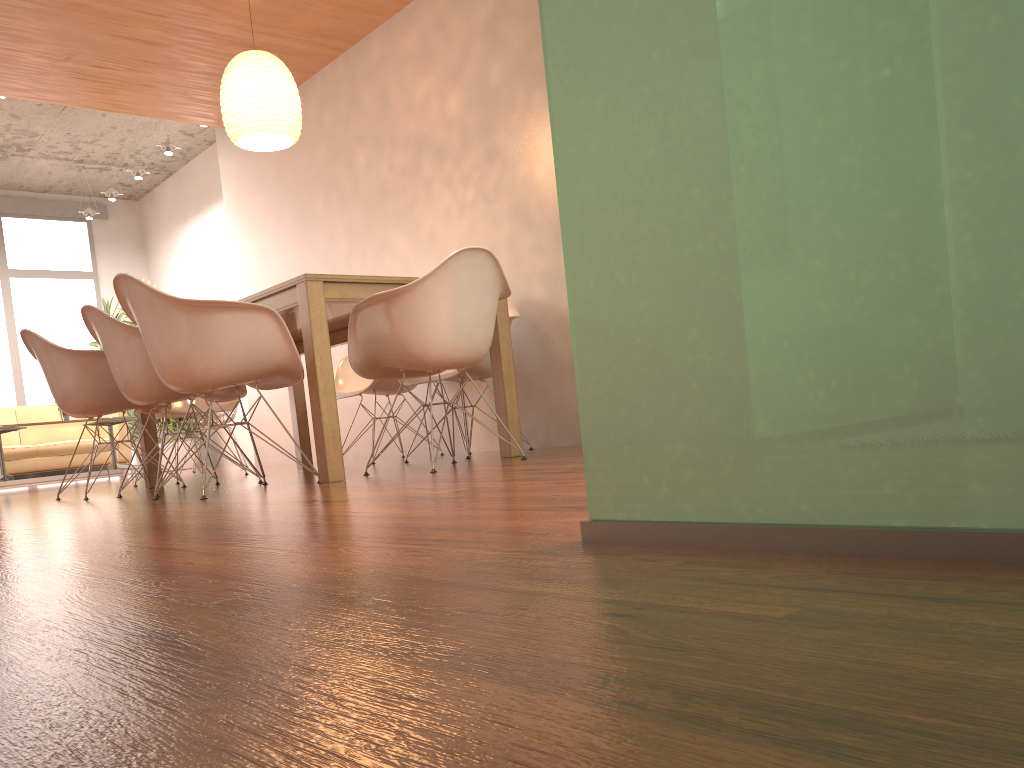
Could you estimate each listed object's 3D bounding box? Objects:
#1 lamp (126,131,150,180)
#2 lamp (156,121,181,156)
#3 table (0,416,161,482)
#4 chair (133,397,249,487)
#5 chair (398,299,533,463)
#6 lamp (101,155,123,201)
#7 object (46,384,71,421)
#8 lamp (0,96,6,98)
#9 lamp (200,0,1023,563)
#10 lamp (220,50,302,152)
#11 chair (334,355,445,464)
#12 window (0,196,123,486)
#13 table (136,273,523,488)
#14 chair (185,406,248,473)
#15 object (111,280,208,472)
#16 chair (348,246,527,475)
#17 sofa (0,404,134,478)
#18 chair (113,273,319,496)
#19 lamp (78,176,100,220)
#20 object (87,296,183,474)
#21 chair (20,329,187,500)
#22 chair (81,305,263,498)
[{"bbox_3d":[-3.712,-2.266,8.717,0.134,0.485,0.197,-5,2,16],"label":"lamp"},{"bbox_3d":[-3.172,-2.347,8.096,0.134,0.485,0.197,-5,2,16],"label":"lamp"},{"bbox_3d":[-4.060,0.636,7.938,1.854,0.562,0.947,-4,-2,-41],"label":"table"},{"bbox_3d":[-2.100,0.186,5.582,0.647,0.865,0.677,-5,1,34],"label":"chair"},{"bbox_3d":[-0.243,-0.039,4.808,0.689,0.865,0.636,-5,1,39],"label":"chair"},{"bbox_3d":[-4.252,-2.184,9.337,0.134,0.485,0.197,-5,2,16],"label":"lamp"},{"bbox_3d":[-4.038,0.054,7.941,0.373,0.592,0.295,-4,2,43],"label":"object"},{"bbox_3d":[-3.773,-2.352,6.478,0.134,0.485,0.197,-5,2,16],"label":"lamp"},{"bbox_3d":[-0.998,-1.282,3.789,0.442,3.409,8.261,-7,-1,-23],"label":"lamp"},{"bbox_3d":[-3.056,-0.868,4.607,3.187,1.352,3.090,-5,-2,-41],"label":"lamp"},{"bbox_3d":[-0.771,0.045,5.515,0.636,0.865,0.689,-7,1,-41],"label":"chair"},{"bbox_3d":[-8.004,-0.339,8.136,8.484,3.292,0.062,-4,1,-41],"label":"window"},{"bbox_3d":[-1.053,0.057,4.526,1.016,0.812,2.088,-6,-1,-41],"label":"table"},{"bbox_3d":[-2.680,0.325,8.001,0.557,0.905,0.545,-7,2,-21],"label":"chair"},{"bbox_3d":[-3.898,-0.073,9.891,0.959,2.114,1.085,-7,2,-28],"label":"object"},{"bbox_3d":[-0.305,-0.078,3.713,0.647,0.865,0.677,-5,2,44],"label":"chair"},{"bbox_3d":[-4.909,0.625,8.907,1.785,0.840,0.885,-5,-1,-41],"label":"sofa"},{"bbox_3d":[-1.193,0.000,3.516,0.689,0.852,0.636,-5,1,44],"label":"chair"},{"bbox_3d":[-4.792,-2.102,9.958,0.134,0.485,0.197,-5,2,16],"label":"lamp"},{"bbox_3d":[-4.355,-0.005,10.393,1.073,2.114,0.969,-7,2,-23],"label":"object"},{"bbox_3d":[-2.127,0.146,4.565,0.689,0.865,0.636,-5,2,44],"label":"chair"},{"bbox_3d":[-1.593,0.071,4.088,0.689,0.865,0.636,-5,2,44],"label":"chair"}]
